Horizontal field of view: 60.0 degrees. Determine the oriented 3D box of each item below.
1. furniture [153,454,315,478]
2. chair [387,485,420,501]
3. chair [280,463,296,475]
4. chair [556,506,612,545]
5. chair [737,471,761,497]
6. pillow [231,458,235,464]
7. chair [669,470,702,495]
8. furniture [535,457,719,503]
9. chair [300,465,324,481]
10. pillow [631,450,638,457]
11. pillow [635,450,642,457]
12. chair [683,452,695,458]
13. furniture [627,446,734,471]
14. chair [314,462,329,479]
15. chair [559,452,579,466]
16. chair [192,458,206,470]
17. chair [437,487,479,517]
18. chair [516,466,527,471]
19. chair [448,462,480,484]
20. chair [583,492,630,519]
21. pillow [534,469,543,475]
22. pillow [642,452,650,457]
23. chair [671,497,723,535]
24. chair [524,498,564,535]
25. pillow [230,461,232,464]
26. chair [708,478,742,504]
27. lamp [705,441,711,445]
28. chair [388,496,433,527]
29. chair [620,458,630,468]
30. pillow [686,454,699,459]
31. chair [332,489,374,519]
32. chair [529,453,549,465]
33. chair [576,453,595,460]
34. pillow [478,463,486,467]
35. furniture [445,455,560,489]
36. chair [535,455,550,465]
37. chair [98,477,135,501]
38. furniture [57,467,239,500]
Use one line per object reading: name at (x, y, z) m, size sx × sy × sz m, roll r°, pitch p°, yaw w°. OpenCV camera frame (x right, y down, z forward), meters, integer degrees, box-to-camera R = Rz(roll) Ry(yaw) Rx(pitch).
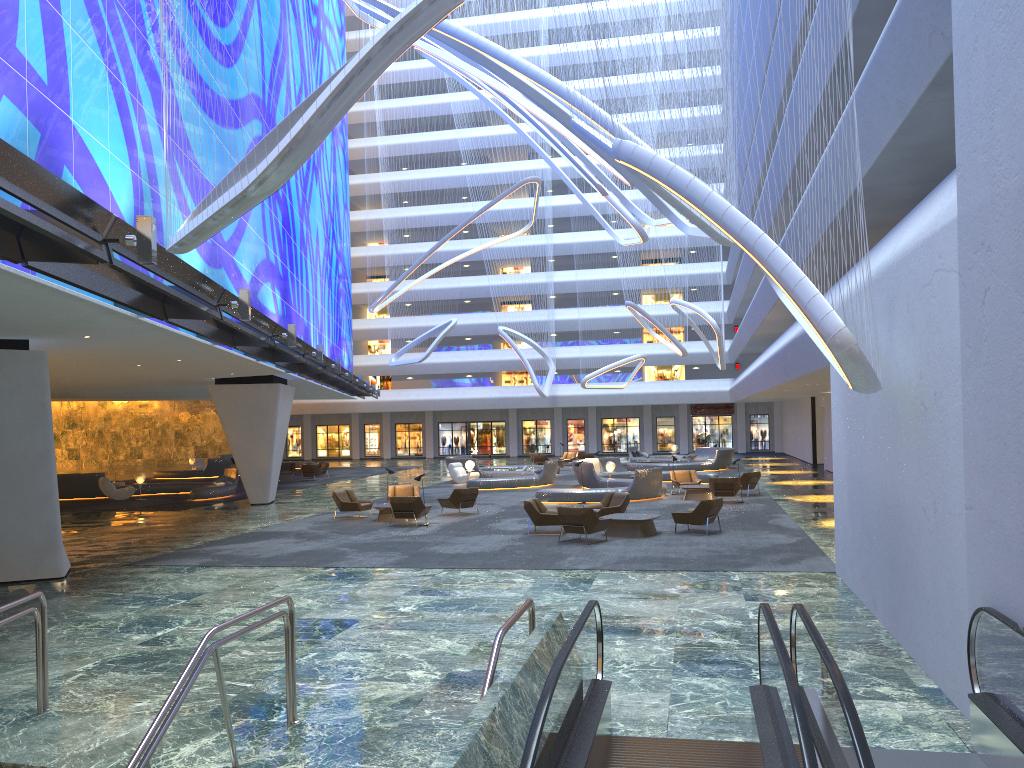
furniture at (-15.757, 4.544, 50.256) m, size 5.188 × 0.969 × 9.929 m, roll -3°, pitch -3°, yaw 29°
chair at (-3.101, 3.315, 25.475) m, size 0.929 × 0.766 × 0.939 m, roll -1°, pitch -2°, yaw -5°
chair at (-11.173, 4.294, 43.864) m, size 0.929 × 0.766 × 0.939 m, roll -1°, pitch -2°, yaw -15°
chair at (1.461, 2.904, 18.421) m, size 0.930 × 0.766 × 0.939 m, roll -3°, pitch -2°, yaw 39°
chair at (7.405, 3.182, 28.340) m, size 0.939 × 0.766 × 0.929 m, roll -3°, pitch -2°, yaw 45°
pillow at (-16.574, 4.605, 53.301) m, size 0.315 × 0.386 × 0.785 m, roll -2°, pitch -2°, yaw 28°
chair at (5.741, 3.266, 29.383) m, size 0.929 × 0.766 × 0.939 m, roll -1°, pitch -2°, yaw -5°
furniture at (3.746, 3.265, 31.329) m, size 5.188 × 0.969 × 9.929 m, roll -3°, pitch -3°, yaw 29°
chair at (-9.401, 4.151, 41.506) m, size 0.929 × 0.766 × 0.939 m, roll -2°, pitch -2°, yaw 10°
pillow at (6.842, 3.860, 49.130) m, size 0.295 × 0.368 × 0.769 m, roll -2°, pitch -2°, yaw 24°
pillow at (7.052, 3.830, 49.121) m, size 0.315 × 0.386 × 0.785 m, roll -2°, pitch -2°, yaw 27°
chair at (9.630, 3.905, 46.610) m, size 0.939 × 0.766 × 0.929 m, roll -3°, pitch -2°, yaw 45°
furniture at (8.569, 3.758, 45.684) m, size 5.186 × 0.969 × 9.933 m, roll -2°, pitch -2°, yaw 8°
chair at (-9.501, 4.237, 43.468) m, size 0.938 × 0.766 × 0.930 m, roll 0°, pitch -2°, yaw -40°
chair at (3.201, 4.177, 49.312) m, size 0.930 × 0.766 × 0.939 m, roll -2°, pitch -2°, yaw 30°
chair at (-17.526, 4.642, 49.757) m, size 0.729 × 0.881 × 1.158 m, roll -1°, pitch -2°, yaw -34°
chair at (-1.437, 3.230, 24.432) m, size 0.939 × 0.766 × 0.929 m, roll -3°, pitch -2°, yaw 45°
chair at (-0.066, 4.016, 40.560) m, size 1.784 × 0.501 × 0.586 m, roll 0°, pitch -2°, yaw -24°
chair at (-1.990, 3.714, 36.830) m, size 1.157 × 0.881 × 0.729 m, roll -2°, pitch -2°, yaw 31°
chair at (2.301, 3.004, 21.249) m, size 0.938 × 0.766 × 0.930 m, roll -1°, pitch -2°, yaw -27°
pillow at (1.326, 3.435, 34.953) m, size 0.692 × 0.262 × 0.877 m, roll -2°, pitch -2°, yaw 20°
pillow at (7.316, 3.926, 49.364) m, size 0.684 × 0.280 × 0.874 m, roll 0°, pitch -3°, yaw -41°
chair at (4.090, 2.884, 19.452) m, size 0.939 × 0.766 × 0.929 m, roll -3°, pitch -2°, yaw 36°
chair at (0.785, 2.988, 20.000) m, size 0.939 × 0.766 × 0.930 m, roll -2°, pitch -2°, yaw 14°
pillow at (-16.816, 4.568, 52.407) m, size 0.281 × 0.416 × 0.759 m, roll -1°, pitch -2°, yaw 5°
chair at (6.267, 3.113, 26.073) m, size 0.929 × 0.766 × 0.939 m, roll -2°, pitch -2°, yaw 18°
lamp at (10.064, 3.567, 45.243) m, size 0.384 × 1.300 × 0.202 m, roll -2°, pitch -1°, yaw 11°
chair at (-2.575, 3.161, 22.165) m, size 0.929 × 0.766 × 0.939 m, roll -2°, pitch -2°, yaw 18°
chair at (5.837, 4.108, 46.104) m, size 0.491 × 0.501 × 0.587 m, roll 0°, pitch -2°, yaw -44°
pillow at (9.202, 3.685, 45.316) m, size 0.692 × 0.262 × 0.878 m, roll 0°, pitch -3°, yaw -26°
chair at (-4.385, 3.298, 24.333) m, size 0.939 × 0.766 × 0.930 m, roll -2°, pitch -2°, yaw 20°
chair at (1.494, 4.210, 49.118) m, size 0.929 × 0.766 × 0.939 m, roll 0°, pitch -2°, yaw -35°
chair at (3.961, 4.081, 47.501) m, size 0.929 × 0.766 × 0.939 m, roll -1°, pitch -2°, yaw -10°
pillow at (-1.526, 3.875, 42.158) m, size 0.443 × 0.207 × 0.445 m, roll 0°, pitch -2°, yaw -27°
furniture at (-0.577, 3.654, 38.026) m, size 5.185 × 0.969 × 9.934 m, roll -2°, pitch -2°, yaw 4°
chair at (1.725, 4.084, 46.303) m, size 0.938 × 0.766 × 0.930 m, roll 0°, pitch -2°, yaw -37°
chair at (-14.521, 3.838, 32.582) m, size 1.157 × 0.881 × 0.729 m, roll 0°, pitch -2°, yaw -34°
furniture at (-15.021, 3.849, 34.354) m, size 9.931 × 0.969 × 5.187 m, roll -3°, pitch -3°, yaw 29°
